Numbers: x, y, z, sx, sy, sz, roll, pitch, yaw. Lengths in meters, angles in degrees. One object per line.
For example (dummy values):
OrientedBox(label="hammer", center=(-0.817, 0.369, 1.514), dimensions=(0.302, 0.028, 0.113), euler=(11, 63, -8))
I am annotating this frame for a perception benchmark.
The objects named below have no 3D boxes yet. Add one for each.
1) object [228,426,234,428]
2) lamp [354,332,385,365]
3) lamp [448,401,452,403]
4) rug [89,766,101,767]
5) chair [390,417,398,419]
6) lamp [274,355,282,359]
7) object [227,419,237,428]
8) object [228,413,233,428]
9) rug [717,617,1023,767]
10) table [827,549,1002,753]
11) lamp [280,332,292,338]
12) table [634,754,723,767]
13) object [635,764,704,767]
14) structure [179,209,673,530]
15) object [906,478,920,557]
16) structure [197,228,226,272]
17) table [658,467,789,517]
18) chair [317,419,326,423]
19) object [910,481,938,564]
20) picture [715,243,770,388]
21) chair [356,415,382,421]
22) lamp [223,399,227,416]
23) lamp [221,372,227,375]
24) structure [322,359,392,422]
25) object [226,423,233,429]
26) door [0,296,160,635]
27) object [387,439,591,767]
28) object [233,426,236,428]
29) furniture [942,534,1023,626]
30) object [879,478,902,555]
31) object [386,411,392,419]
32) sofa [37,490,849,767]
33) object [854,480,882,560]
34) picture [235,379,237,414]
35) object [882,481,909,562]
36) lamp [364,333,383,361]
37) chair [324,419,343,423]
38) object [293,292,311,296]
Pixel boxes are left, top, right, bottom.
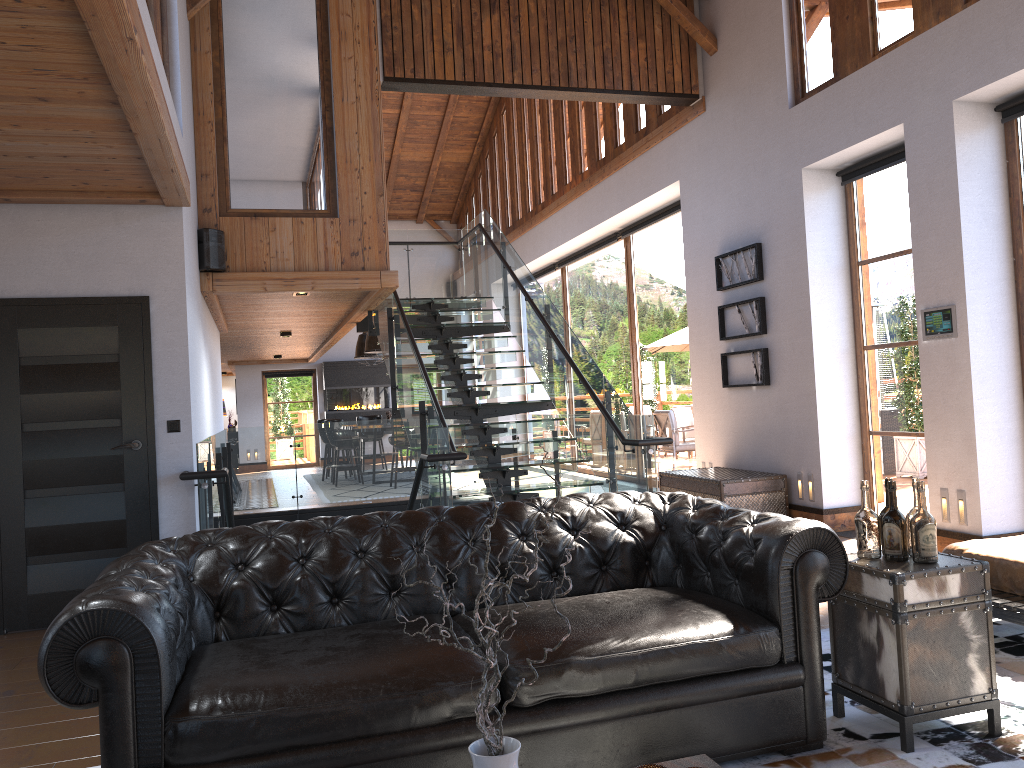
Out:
OrientedBox(label="object", center=(-6.068, 0.977, 19.150), dimensions=(0.109, 0.135, 0.096), euler=(-2, -2, -26))
OrientedBox(label="lamp", center=(-2.730, -2.688, 16.480), dimensions=(0.615, 4.686, 0.628), euler=(-4, -2, 28))
OrientedBox(label="lamp", center=(-1.173, 0.437, 19.554), dimensions=(0.471, 0.726, 0.468), euler=(-3, -1, -8))
OrientedBox(label="rug", center=(-1.124, 1.318, 1.271), dimensions=(2.448, 0.053, 4.016), euler=(-3, -1, -16))
OrientedBox(label="chair", center=(-1.580, 1.026, 13.396), dimensions=(0.508, 1.092, 0.564), euler=(-3, -2, -18))
OrientedBox(label="lamp", center=(-4.684, -0.545, 17.723), dimensions=(0.156, 0.068, 0.259), euler=(-3, -1, -16))
OrientedBox(label="object", center=(-6.225, 0.928, 19.729), dimensions=(0.211, 0.270, 0.285), euler=(-3, -1, -17))
OrientedBox(label="object", center=(-6.168, 0.802, 19.427), dimensions=(0.153, 0.505, 0.322), euler=(-3, -2, -17))
OrientedBox(label="rug", center=(1.578, 1.205, 3.257), dimensions=(3.834, 0.053, 2.415), euler=(-3, -1, -16))
OrientedBox(label="table", center=(1.437, 0.935, 3.209), dimensions=(0.408, 0.609, 0.414), euler=(-3, -2, -17))
OrientedBox(label="lamp", center=(-3.235, -0.711, 12.678), dimensions=(0.156, 0.068, 0.259), euler=(-3, -1, -16))
OrientedBox(label="table", center=(0.384, 1.090, 1.821), dimensions=(0.403, 0.350, 0.645), euler=(-3, -1, -16))
OrientedBox(label="object", center=(0.377, 0.874, 1.809), dimensions=(0.299, 0.081, 0.248), euler=(-4, -1, 22))
OrientedBox(label="structure", center=(1.106, 0.998, 10.754), dimensions=(9.275, 6.400, 10.946), euler=(-3, -1, -17))
OrientedBox(label="object", center=(1.493, 0.488, 3.258), dimensions=(0.088, 0.286, 0.087), euler=(-3, -2, -4))
OrientedBox(label="structure", center=(-2.524, -1.120, 7.451), dimensions=(0.215, 0.349, 0.212), euler=(-3, -2, -17))
OrientedBox(label="table", center=(1.951, 1.065, 8.304), dimensions=(0.689, 0.470, 1.245), euler=(-3, -1, -16))
OrientedBox(label="chair", center=(-3.037, 1.137, 15.238), dimensions=(0.574, 1.092, 0.498), euler=(-2, -2, -33))
OrientedBox(label="object", center=(1.457, 0.488, 3.145), dimensions=(0.088, 0.286, 0.087), euler=(-3, -2, -7))
OrientedBox(label="picture", center=(2.195, -0.629, 8.484), dimensions=(0.059, 1.312, 0.768), euler=(-3, -2, -16))
OrientedBox(label="chair", center=(-2.736, 1.154, 17.222), dimensions=(0.508, 1.092, 0.564), euler=(-3, -2, -18))
OrientedBox(label="lamp", center=(-7.355, 1.234, 23.776), dimensions=(1.648, 1.699, 0.517), euler=(-2, -2, -38))
OrientedBox(label="lamp", center=(-7.605, -0.289, 23.378), dimensions=(0.156, 0.068, 0.259), euler=(-3, -1, -16))
OrientedBox(label="structure", center=(-3.398, 0.314, 19.545), dimensions=(1.454, 1.650, 0.430), euler=(-3, -2, -17))
OrientedBox(label="object", center=(-6.276, 0.965, 19.657), dimensions=(0.203, 0.197, 0.354), euler=(-3, -1, -5))
OrientedBox(label="door", center=(-2.744, 0.481, 5.569), dimensions=(0.948, 2.056, 0.142), euler=(-3, -2, -17))
OrientedBox(label="object", center=(-0.029, 0.530, 1.719), dimensions=(0.407, 0.808, 0.618), euler=(-3, -1, -5))
OrientedBox(label="object", center=(-6.059, 0.979, 19.282), dimensions=(0.107, 0.135, 0.097), euler=(-3, -1, 15))
OrientedBox(label="furniture", center=(2.867, 0.947, 3.460), dimensions=(1.183, 0.437, 2.740), euler=(-3, -1, -16))
OrientedBox(label="object", center=(1.412, 0.494, 3.301), dimensions=(0.086, 0.286, 0.088), euler=(-4, -2, 23))
OrientedBox(label="object", center=(-2.089, 0.585, 15.384), dimensions=(0.114, 0.253, 0.223), euler=(-4, -2, 36))
OrientedBox(label="sofa", center=(-0.181, 0.908, 3.247), dimensions=(2.584, 0.838, 1.230), euler=(-3, -1, -18))
OrientedBox(label="object", center=(1.311, 0.498, 3.274), dimensions=(0.089, 0.286, 0.086), euler=(-2, -2, -40))
OrientedBox(label="picture", center=(-6.096, 0.286, 19.613), dimensions=(0.020, 0.782, 0.558), euler=(-3, -2, -16))
OrientedBox(label="object", center=(1.382, 0.493, 3.207), dimensions=(0.088, 0.286, 0.086), euler=(-2, -2, -39))
OrientedBox(label="lamp", center=(-2.293, -2.738, 14.962), dimensions=(0.615, 4.686, 0.628), euler=(-4, -2, 28))
OrientedBox(label="chair", center=(-2.726, 1.104, 14.334), dimensions=(0.572, 1.092, 0.500), euler=(-3, -2, -18))
OrientedBox(label="object", center=(-1.935, -0.859, 8.154), dimensions=(0.156, 0.068, 0.259), euler=(-3, -1, -16))
